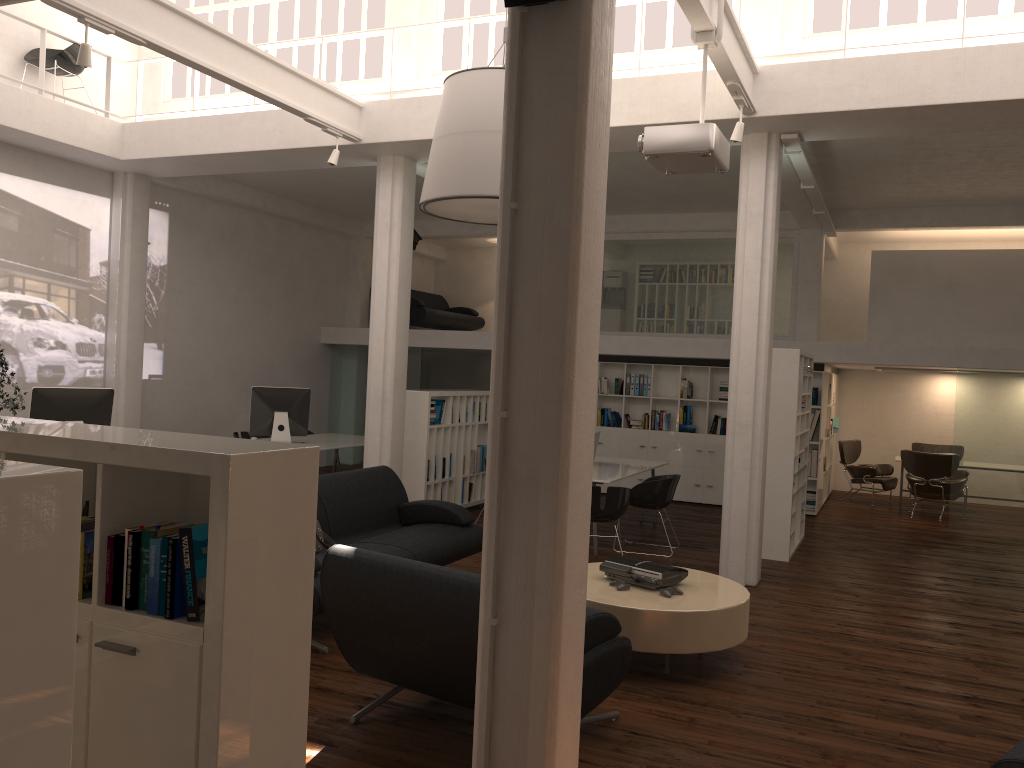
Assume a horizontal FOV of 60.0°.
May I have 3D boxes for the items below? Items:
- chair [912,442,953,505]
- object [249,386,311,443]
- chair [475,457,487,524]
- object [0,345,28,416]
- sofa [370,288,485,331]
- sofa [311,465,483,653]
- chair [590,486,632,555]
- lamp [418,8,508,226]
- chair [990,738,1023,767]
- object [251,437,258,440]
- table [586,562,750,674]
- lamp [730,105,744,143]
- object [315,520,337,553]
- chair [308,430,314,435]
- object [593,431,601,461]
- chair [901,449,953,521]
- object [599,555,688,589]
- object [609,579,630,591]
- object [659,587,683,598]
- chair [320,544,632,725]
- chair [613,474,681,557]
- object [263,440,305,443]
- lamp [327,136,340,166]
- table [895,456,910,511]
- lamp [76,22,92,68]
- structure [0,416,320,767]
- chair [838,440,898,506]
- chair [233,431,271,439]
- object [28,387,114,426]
[{"bbox_3d":[8.400,1.792,17.450,0.994,1.183,0.991,3,1,19],"label":"chair"},{"bbox_3d":[-3.568,0.492,13.650,0.886,0.888,0.347,2,1,-21],"label":"object"},{"bbox_3d":[-0.052,1.562,12.566,0.757,1.004,0.795,3,1,24],"label":"chair"},{"bbox_3d":[-2.693,-0.097,4.284,0.646,0.504,0.709,2,1,-36],"label":"object"},{"bbox_3d":[-1.941,-1.700,21.101,1.467,1.119,3.087,3,1,24],"label":"sofa"},{"bbox_3d":[-1.514,1.501,8.399,1.467,1.119,3.087,3,1,24],"label":"sofa"},{"bbox_3d":[1.009,1.648,10.396,0.795,1.004,0.757,3,1,-1],"label":"chair"},{"bbox_3d":[-0.028,-3.644,7.772,1.386,4.284,1.386,3,1,38],"label":"lamp"},{"bbox_3d":[3.264,1.793,4.165,1.481,1.130,1.454,4,1,45],"label":"chair"},{"bbox_3d":[-4.114,0.873,14.162,0.108,0.052,0.194,2,1,-20],"label":"object"},{"bbox_3d":[1.102,1.921,7.276,1.616,0.570,1.616,3,1,17],"label":"table"},{"bbox_3d":[2.223,-2.554,8.731,0.136,0.357,0.117,3,1,30],"label":"lamp"},{"bbox_3d":[-1.851,1.367,7.920,0.331,0.352,0.586,3,1,39],"label":"object"},{"bbox_3d":[-3.998,1.316,16.104,0.795,1.004,0.757,2,1,-21],"label":"chair"},{"bbox_3d":[0.965,0.923,12.993,0.557,0.470,0.702,3,1,14],"label":"object"},{"bbox_3d":[7.487,1.775,15.758,0.994,1.183,0.991,3,1,39],"label":"chair"},{"bbox_3d":[1.086,1.550,7.319,0.558,0.163,0.471,4,1,43],"label":"object"},{"bbox_3d":[0.862,1.594,7.072,0.119,0.062,0.193,2,1,-16],"label":"object"},{"bbox_3d":[1.203,1.594,6.960,0.193,0.099,0.231,2,1,-43],"label":"object"},{"bbox_3d":[-0.198,1.604,5.633,1.454,1.130,1.481,3,1,35],"label":"chair"},{"bbox_3d":[1.790,1.667,11.576,0.757,1.004,0.795,3,1,19],"label":"chair"},{"bbox_3d":[-3.693,0.907,14.054,0.804,0.032,0.217,2,1,-21],"label":"object"},{"bbox_3d":[-2.139,-2.794,10.623,0.136,0.357,0.117,3,1,17],"label":"lamp"},{"bbox_3d":[9.023,1.971,16.016,3.900,0.947,1.040,3,1,24],"label":"table"},{"bbox_3d":[-3.548,-2.810,7.383,0.136,0.357,0.117,3,1,30],"label":"lamp"},{"bbox_3d":[-3.224,1.123,2.151,3.131,1.914,4.752,3,1,24],"label":"structure"},{"bbox_3d":[6.965,1.723,17.440,0.991,1.183,0.994,4,1,44],"label":"chair"},{"bbox_3d":[-4.284,1.323,14.815,0.757,1.004,0.795,3,1,24],"label":"chair"},{"bbox_3d":[-4.982,0.483,10.044,0.347,0.888,0.886,4,1,43],"label":"object"}]
